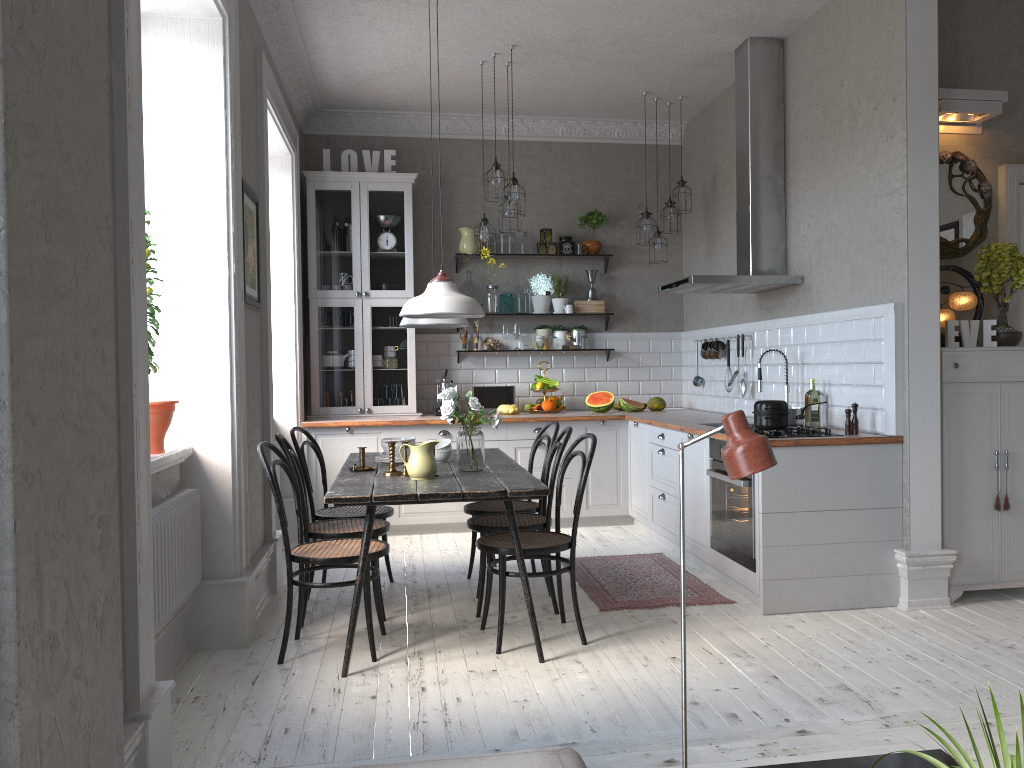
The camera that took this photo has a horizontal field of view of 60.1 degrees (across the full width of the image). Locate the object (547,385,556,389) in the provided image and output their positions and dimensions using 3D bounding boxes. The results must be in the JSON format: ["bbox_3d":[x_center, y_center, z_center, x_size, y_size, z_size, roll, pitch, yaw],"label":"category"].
[{"bbox_3d":[0.316,0.037,7.215,0.077,0.062,0.098,-2,1,-35],"label":"object"}]

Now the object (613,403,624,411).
[{"bbox_3d":[0.918,0.193,7.391,0.199,0.067,0.103,-1,1,-3],"label":"object"}]

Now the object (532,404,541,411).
[{"bbox_3d":[0.198,0.193,7.202,0.084,0.057,0.089,0,1,24],"label":"object"}]

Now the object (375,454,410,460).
[{"bbox_3d":[-0.591,0.388,4.618,0.235,0.027,0.240,-1,1,14],"label":"object"}]

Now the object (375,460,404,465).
[{"bbox_3d":[-0.591,0.405,4.618,0.236,0.027,0.239,-1,1,9],"label":"object"}]

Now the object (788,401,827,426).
[{"bbox_3d":[1.569,0.159,4.819,0.298,0.134,0.177,0,1,26],"label":"object"}]

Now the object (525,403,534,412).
[{"bbox_3d":[0.153,0.190,7.231,0.075,0.072,0.154,0,1,21],"label":"object"}]

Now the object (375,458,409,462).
[{"bbox_3d":[-0.591,0.396,4.618,0.242,0.027,0.232,-2,1,-41],"label":"object"}]

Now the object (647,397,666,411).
[{"bbox_3d":[1.190,0.164,7.289,0.129,0.119,0.208,0,1,44],"label":"object"}]

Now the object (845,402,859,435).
[{"bbox_3d":[1.739,0.175,4.534,0.073,0.167,0.035,-1,1,-9],"label":"object"}]

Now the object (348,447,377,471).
[{"bbox_3d":[-0.738,0.369,4.364,0.142,0.112,0.137,-1,1,-26],"label":"object"}]

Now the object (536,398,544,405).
[{"bbox_3d":[0.246,0.153,7.299,0.078,0.076,0.156,-1,1,18],"label":"object"}]

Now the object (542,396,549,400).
[{"bbox_3d":[0.277,0.142,7.297,0.086,0.093,0.086,-1,1,-12],"label":"object"}]

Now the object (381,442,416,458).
[{"bbox_3d":[-0.592,0.352,4.617,0.182,0.094,0.177,-1,1,-17],"label":"object"}]

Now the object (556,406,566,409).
[{"bbox_3d":[0.343,0.188,7.308,0.213,0.044,0.055,0,1,29],"label":"object"}]

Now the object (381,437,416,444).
[{"bbox_3d":[-0.592,0.332,4.616,0.182,0.094,0.177,-1,1,-17],"label":"object"}]

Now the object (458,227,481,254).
[{"bbox_3d":[-0.341,-1.163,7.250,0.190,0.216,0.174,-1,1,5],"label":"object"}]

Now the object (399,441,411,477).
[{"bbox_3d":[-0.493,0.340,4.091,0.061,0.172,0.062,-1,1,13],"label":"object"}]

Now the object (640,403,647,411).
[{"bbox_3d":[1.049,0.189,7.315,0.117,0.073,0.204,0,1,45],"label":"object"}]

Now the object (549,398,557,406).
[{"bbox_3d":[0.324,0.153,7.190,0.088,0.078,0.089,-1,1,18],"label":"object"}]

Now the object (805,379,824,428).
[{"bbox_3d":[1.734,0.111,5.067,0.090,0.282,0.081,-1,1,-8],"label":"object"}]

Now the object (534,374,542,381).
[{"bbox_3d":[0.214,-0.050,7.196,0.074,0.058,0.050,-1,1,-32],"label":"object"}]

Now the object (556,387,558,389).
[{"bbox_3d":[0.352,0.033,7.252,0.052,0.050,0.049,-1,1,1],"label":"object"}]

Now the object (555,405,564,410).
[{"bbox_3d":[0.375,0.198,7.191,0.088,0.051,0.069,0,1,39],"label":"object"}]

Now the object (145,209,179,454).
[{"bbox_3d":[-1.457,-0.222,3.472,0.265,0.991,0.275,0,1,31],"label":"object"}]

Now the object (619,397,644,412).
[{"bbox_3d":[0.972,0.167,7.127,0.228,0.127,0.146,-1,1,-26],"label":"object"}]

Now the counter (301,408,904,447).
[{"bbox_3d":[0.166,0.278,5.803,3.183,0.039,3.367,-1,1,-8],"label":"counter"}]

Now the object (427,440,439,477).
[{"bbox_3d":[-0.366,0.341,4.076,0.059,0.167,0.059,-1,1,5],"label":"object"}]

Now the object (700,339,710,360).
[{"bbox_3d":[1.520,-0.271,6.871,0.108,0.161,0.137,-1,1,4],"label":"object"}]

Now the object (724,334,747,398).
[{"bbox_3d":[1.569,-0.128,6.252,0.081,0.443,0.327,-1,1,-7],"label":"object"}]

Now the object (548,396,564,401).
[{"bbox_3d":[0.360,0.123,7.268,0.128,0.056,0.059,-1,1,-17],"label":"object"}]

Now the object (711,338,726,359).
[{"bbox_3d":[1.543,-0.267,6.618,0.108,0.161,0.137,-1,1,9],"label":"object"}]

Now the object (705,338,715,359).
[{"bbox_3d":[1.537,-0.269,6.745,0.109,0.161,0.136,-1,1,-6],"label":"object"}]

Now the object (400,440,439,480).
[{"bbox_3d":[-0.410,0.341,3.985,0.133,0.170,0.153,0,1,43],"label":"object"}]

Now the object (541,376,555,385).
[{"bbox_3d":[0.301,-0.021,7.275,0.179,0.096,0.089,-1,1,11],"label":"object"}]

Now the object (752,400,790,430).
[{"bbox_3d":[1.330,0.159,4.548,0.194,0.147,0.189,-1,1,-29],"label":"object"}]

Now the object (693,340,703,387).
[{"bbox_3d":[1.495,-0.167,7.131,0.077,0.379,0.082,-1,1,-8],"label":"object"}]

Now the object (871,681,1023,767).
[{"bbox_3d":[0.805,0.685,1.397,0.727,0.420,0.667,-1,1,9],"label":"object"}]

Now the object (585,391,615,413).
[{"bbox_3d":[0.709,0.147,7.133,0.233,0.174,0.219,-1,1,13],"label":"object"}]

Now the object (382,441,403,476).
[{"bbox_3d":[-0.562,0.340,4.152,0.097,0.172,0.094,-1,1,-27],"label":"object"}]

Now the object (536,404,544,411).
[{"bbox_3d":[0.211,0.201,7.220,0.071,0.076,0.225,-1,1,-26],"label":"object"}]

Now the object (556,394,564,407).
[{"bbox_3d":[0.388,0.129,7.265,0.060,0.120,0.127,-1,1,16],"label":"object"}]

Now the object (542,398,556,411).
[{"bbox_3d":[0.294,0.166,7.109,0.115,0.110,0.109,-2,1,-41],"label":"object"}]

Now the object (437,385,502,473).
[{"bbox_3d":[-0.200,0.212,4.224,0.314,0.414,0.249,-1,1,-10],"label":"object"}]

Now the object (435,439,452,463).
[{"bbox_3d":[-0.382,0.355,4.695,0.124,0.119,0.128,-1,1,7],"label":"object"}]

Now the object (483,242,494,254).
[{"bbox_3d":[-0.188,-1.113,7.335,0.104,0.111,0.102,-1,1,-9],"label":"object"}]
